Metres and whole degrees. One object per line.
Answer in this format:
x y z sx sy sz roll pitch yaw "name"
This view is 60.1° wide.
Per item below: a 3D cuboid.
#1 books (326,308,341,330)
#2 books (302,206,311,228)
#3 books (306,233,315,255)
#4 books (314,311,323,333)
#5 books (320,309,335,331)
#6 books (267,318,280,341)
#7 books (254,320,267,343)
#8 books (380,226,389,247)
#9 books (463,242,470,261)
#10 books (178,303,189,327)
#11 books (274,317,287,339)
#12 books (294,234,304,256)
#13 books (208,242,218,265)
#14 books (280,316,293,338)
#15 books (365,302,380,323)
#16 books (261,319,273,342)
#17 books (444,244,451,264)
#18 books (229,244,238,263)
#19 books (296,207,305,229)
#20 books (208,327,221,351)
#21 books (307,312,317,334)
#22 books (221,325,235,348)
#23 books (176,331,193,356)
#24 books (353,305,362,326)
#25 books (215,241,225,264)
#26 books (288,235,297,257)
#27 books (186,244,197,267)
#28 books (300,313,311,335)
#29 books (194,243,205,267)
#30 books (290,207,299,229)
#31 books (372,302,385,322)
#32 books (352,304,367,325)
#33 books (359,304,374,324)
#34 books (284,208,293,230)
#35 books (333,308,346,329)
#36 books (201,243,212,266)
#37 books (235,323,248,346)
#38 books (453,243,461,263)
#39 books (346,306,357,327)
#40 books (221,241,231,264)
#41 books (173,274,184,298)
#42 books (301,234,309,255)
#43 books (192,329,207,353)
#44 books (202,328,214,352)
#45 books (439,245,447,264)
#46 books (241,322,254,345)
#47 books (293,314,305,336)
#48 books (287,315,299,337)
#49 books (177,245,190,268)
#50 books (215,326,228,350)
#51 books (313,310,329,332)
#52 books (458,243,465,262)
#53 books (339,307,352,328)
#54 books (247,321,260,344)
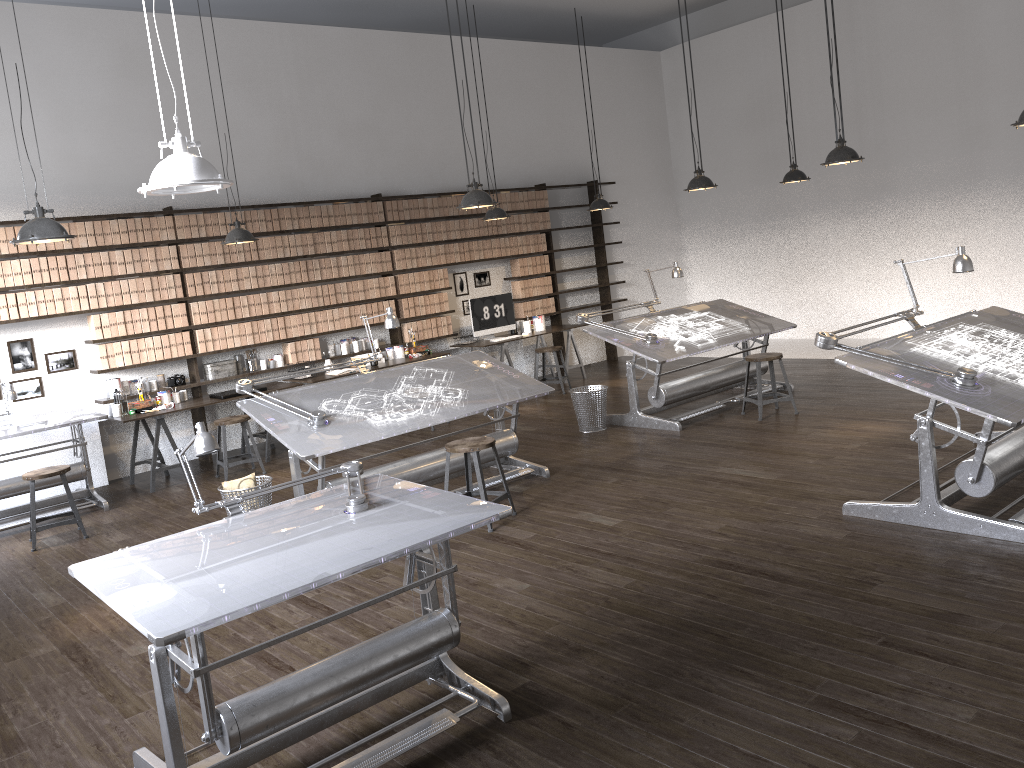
-1.916 -0.690 9.475 0.067 0.224 0.174 -12 8 -39 "books"
-2.183 -1.731 9.258 0.067 0.224 0.174 -12 8 -39 "books"
-2.148 -1.458 9.280 0.067 0.224 0.174 -12 8 -39 "books"
-2.079 -0.650 9.342 0.067 0.224 0.174 -12 8 -39 "books"
-1.970 -0.677 9.427 0.067 0.224 0.174 -12 8 -39 "books"
-2.451 -0.557 9.028 0.067 0.224 0.174 -12 8 -39 "books"
-2.557 -0.530 8.937 0.067 0.224 0.174 -12 8 -39 "books"
-1.459 -1.632 9.867 0.067 0.224 0.174 -12 8 -39 "books"
-0.589 -1.578 10.595 0.067 0.224 0.174 -12 8 -39 "books"
-3.154 -0.653 8.427 0.067 0.224 0.174 -12 8 -39 "books"
-2.390 -0.571 9.072 0.067 0.224 0.174 -12 8 -39 "books"
-2.248 -1.434 9.200 0.067 0.224 0.174 -12 8 -39 "books"
-2.941 -1.260 8.617 0.067 0.224 0.174 -12 8 -39 "books"
-2.338 -0.585 9.123 0.067 0.224 0.174 -12 8 -39 "books"
-1.549 -0.782 9.782 0.067 0.224 0.174 -12 8 -39 "books"
-2.501 -0.543 8.979 0.067 0.224 0.174 -12 8 -39 "books"
-0.810 -1.523 10.416 0.067 0.224 0.174 -12 8 -39 "books"
-2.787 -1.299 8.748 0.067 0.224 0.174 -12 8 -39 "books"
-2.237 -1.718 9.215 0.067 0.224 0.174 -12 8 -39 "books"
-2.921 -0.439 8.632 0.067 0.224 0.174 -12 8 -39 "books"
-2.129 -0.637 9.295 0.067 0.224 0.174 -12 8 -39 "books"
-2.811 -0.465 8.717 0.067 0.224 0.174 -12 8 -39 "books"
-3.125 -0.387 8.452 0.067 0.224 0.174 -12 8 -39 "books"
-1.716 -0.741 9.648 0.067 0.224 0.174 -12 8 -39 "books"
-2.888 -1.273 8.656 0.067 0.224 0.174 -12 8 -39 "books"
-2.302 -1.420 9.152 0.067 0.224 0.174 -12 8 -39 "books"
-3.096 -1.221 8.486 0.067 0.224 0.174 -12 8 -39 "books"
-2.182 -0.623 9.246 0.067 0.224 0.174 -12 8 -39 "books"
-3.041 -1.235 8.528 0.067 0.224 0.174 -12 8 -39 "books"
-2.287 -1.705 9.168 0.067 0.224 0.174 -12 8 -39 "books"
-1.497 -0.796 9.833 0.067 0.224 0.174 -12 8 -39 "books"
-1.660 -0.755 9.690 0.067 0.224 0.174 -12 8 -39 "books"
-1.609 -0.768 9.738 0.067 0.224 0.174 -12 8 -39 "books"
-2.340 -1.691 9.119 0.067 0.224 0.174 -12 8 -39 "books"
-1.870 -0.702 9.516 0.067 0.224 0.174 -12 8 -39 "books"
-2.987 -1.248 8.575 0.067 0.224 0.174 -12 8 -39 "books"
-2.712 -0.491 8.806 0.067 0.224 0.174 -12 8 -39 "books"
-0.700 -1.550 10.503 0.067 0.224 0.174 -12 8 -39 "books"
-1.769 -0.728 9.602 0.067 0.224 0.174 -12 8 -39 "books"
-2.841 -1.286 8.703 0.067 0.224 0.174 -12 8 -39 "books"
-3.194 -0.926 8.404 0.067 0.224 0.174 -12 8 -39 "books"
-2.202 -1.446 9.241 0.067 0.224 0.174 -12 8 -39 "books"
-3.024 -0.412 8.536 0.067 0.224 0.174 -12 8 -39 "books"
-2.971 -0.426 8.585 0.067 0.224 0.174 -12 8 -39 "books"
-0.857 -1.510 10.368 0.067 0.224 0.174 -12 8 -39 "books"
-2.658 -0.504 8.845 0.067 0.224 0.174 -12 8 -39 "books"
-2.237 -0.609 9.200 0.067 0.224 0.174 -12 8 -39 "books"
-2.287 -0.598 9.163 0.067 0.224 0.174 -12 8 -39 "books"
-3.150 -1.208 8.443 0.067 0.224 0.174 -12 8 -39 "books"
-2.867 -0.452 8.675 0.067 0.224 0.174 -12 8 -39 "books"
-2.025 -0.663 9.385 0.067 0.224 0.174 -12 8 -39 "books"
-0.649 -1.563 10.552 0.067 0.224 0.174 -12 8 -39 "books"
-1.816 -0.715 9.555 0.067 0.224 0.174 -12 8 -39 "books"
-2.611 -0.517 8.892 0.067 0.224 0.174 -12 8 -39 "books"
